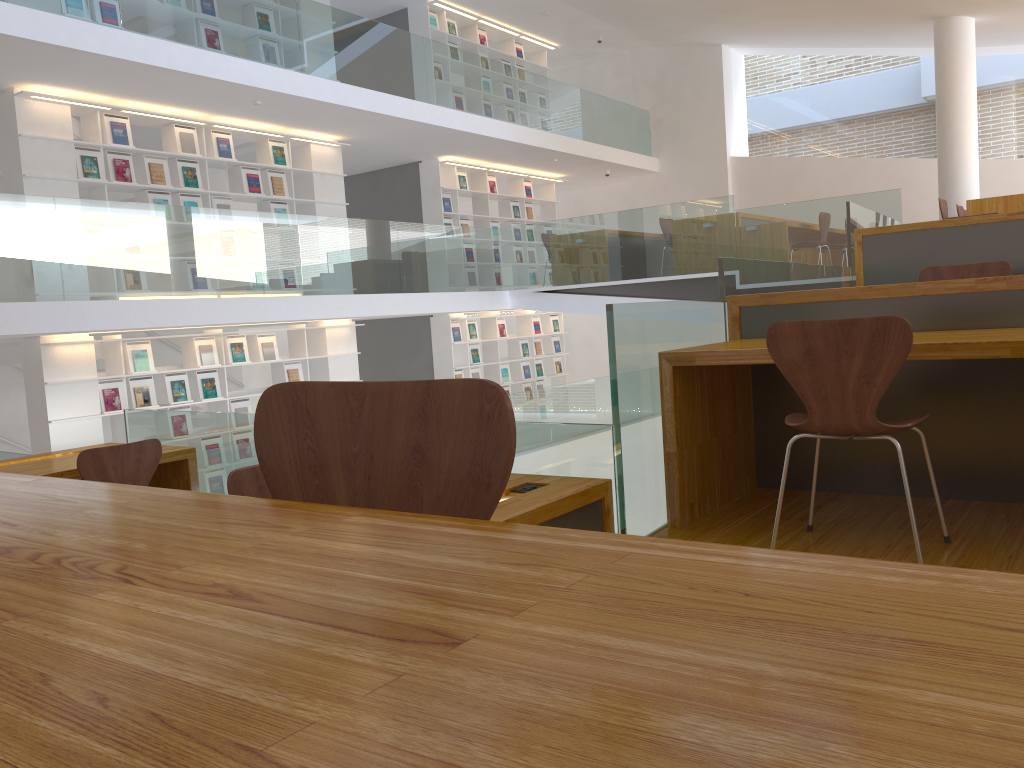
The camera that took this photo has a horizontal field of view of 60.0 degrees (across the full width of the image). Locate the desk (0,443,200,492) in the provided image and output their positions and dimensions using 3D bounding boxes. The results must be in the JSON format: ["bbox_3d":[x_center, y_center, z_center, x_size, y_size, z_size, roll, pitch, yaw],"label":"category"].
[{"bbox_3d":[-2.929,0.922,3.433,1.285,0.918,3.236,-1,5,36],"label":"desk"}]

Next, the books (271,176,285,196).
[{"bbox_3d":[-2.509,-2.115,9.512,0.037,0.210,0.145,-1,5,36],"label":"books"}]

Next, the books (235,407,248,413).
[{"bbox_3d":[-2.763,0.348,9.110,0.037,0.210,0.145,-1,5,36],"label":"books"}]

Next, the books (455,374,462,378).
[{"bbox_3d":[-0.718,-0.026,12.072,0.037,0.210,0.145,-1,5,36],"label":"books"}]

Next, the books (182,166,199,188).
[{"bbox_3d":[-3.132,-2.009,8.640,0.037,0.210,0.145,-1,5,36],"label":"books"}]

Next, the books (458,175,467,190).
[{"bbox_3d":[-0.675,-2.757,12.180,0.037,0.210,0.145,-1,5,36],"label":"books"}]

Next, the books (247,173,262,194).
[{"bbox_3d":[-2.693,-2.086,9.257,0.037,0.210,0.145,-1,5,36],"label":"books"}]

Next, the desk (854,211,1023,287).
[{"bbox_3d":[3.737,-0.571,5.226,3.216,1.022,1.248,-1,5,36],"label":"desk"}]

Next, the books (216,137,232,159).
[{"bbox_3d":[-2.906,-2.381,8.961,0.037,0.210,0.145,-1,5,36],"label":"books"}]

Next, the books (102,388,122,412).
[{"bbox_3d":[-3.592,0.145,7.968,0.037,0.210,0.145,-1,5,36],"label":"books"}]

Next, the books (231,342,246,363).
[{"bbox_3d":[-2.800,-0.317,9.072,0.037,0.210,0.145,-1,5,36],"label":"books"}]

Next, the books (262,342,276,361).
[{"bbox_3d":[-2.573,-0.336,9.387,0.037,0.210,0.145,-1,5,36],"label":"books"}]

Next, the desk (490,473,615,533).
[{"bbox_3d":[-0.901,0.758,1.720,0.760,0.606,3.185,-1,5,36],"label":"desk"}]

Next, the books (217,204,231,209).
[{"bbox_3d":[-2.898,-1.709,8.960,0.037,0.210,0.145,-1,5,36],"label":"books"}]

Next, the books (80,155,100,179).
[{"bbox_3d":[-3.720,-1.907,7.829,0.037,0.210,0.145,-1,5,36],"label":"books"}]

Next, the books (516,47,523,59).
[{"bbox_3d":[0.118,-4.938,13.320,0.037,0.210,0.145,-1,5,36],"label":"books"}]

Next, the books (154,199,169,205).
[{"bbox_3d":[-3.307,-1.644,8.390,0.037,0.210,0.145,-1,5,36],"label":"books"}]

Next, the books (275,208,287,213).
[{"bbox_3d":[-2.475,-1.785,9.548,0.037,0.210,0.145,-1,5,36],"label":"books"}]

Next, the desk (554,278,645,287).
[{"bbox_3d":[1.708,-1.623,11.675,0.760,0.606,3.194,-1,5,36],"label":"desk"}]

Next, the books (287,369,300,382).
[{"bbox_3d":[-2.374,-0.058,9.663,0.037,0.210,0.145,-1,5,36],"label":"books"}]

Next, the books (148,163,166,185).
[{"bbox_3d":[-3.341,-1.974,8.355,0.037,0.210,0.145,-1,5,36],"label":"books"}]

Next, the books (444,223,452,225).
[{"bbox_3d":[-0.849,-2.056,11.921,0.037,0.210,0.145,-1,5,36],"label":"books"}]

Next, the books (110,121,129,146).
[{"bbox_3d":[-3.560,-2.270,8.049,0.037,0.210,0.145,-1,5,36],"label":"books"}]

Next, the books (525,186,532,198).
[{"bbox_3d":[0.253,-2.898,13.471,0.037,0.210,0.145,-1,5,36],"label":"books"}]

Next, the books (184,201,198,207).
[{"bbox_3d":[-3.121,-1.679,8.654,0.037,0.210,0.145,-1,5,36],"label":"books"}]

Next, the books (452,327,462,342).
[{"bbox_3d":[-0.748,-0.667,12.036,0.037,0.210,0.145,-1,5,36],"label":"books"}]

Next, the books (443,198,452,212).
[{"bbox_3d":[-0.867,-2.393,11.901,0.037,0.210,0.145,-1,5,36],"label":"books"}]

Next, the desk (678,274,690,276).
[{"bbox_3d":[3.200,-1.567,10.609,1.248,0.757,3.196,-1,5,36],"label":"desk"}]

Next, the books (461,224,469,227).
[{"bbox_3d":[-0.638,-2.102,12.219,0.037,0.210,0.145,-1,5,36],"label":"books"}]

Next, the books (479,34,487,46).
[{"bbox_3d":[-0.409,-4.848,12.585,0.037,0.210,0.145,-1,5,36],"label":"books"}]

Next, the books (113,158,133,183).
[{"bbox_3d":[-3.542,-1.941,8.074,0.037,0.210,0.145,-1,5,36],"label":"books"}]

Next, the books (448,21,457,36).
[{"bbox_3d":[-0.810,-4.797,12.028,0.037,0.210,0.145,-1,5,36],"label":"books"}]

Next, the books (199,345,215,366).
[{"bbox_3d":[-3.015,-0.281,8.772,0.037,0.210,0.145,-1,5,36],"label":"books"}]

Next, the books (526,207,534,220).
[{"bbox_3d":[0.274,-2.585,13.494,0.037,0.210,0.145,-1,5,36],"label":"books"}]

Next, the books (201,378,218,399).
[{"bbox_3d":[-2.997,0.048,8.791,0.037,0.210,0.145,-1,5,36],"label":"books"}]

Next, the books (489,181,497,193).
[{"bbox_3d":[-0.274,-2.809,12.737,0.037,0.210,0.145,-1,5,36],"label":"books"}]

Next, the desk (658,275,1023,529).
[{"bbox_3d":[2.219,0.013,2.715,3.243,0.785,1.527,-1,5,36],"label":"desk"}]

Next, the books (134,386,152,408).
[{"bbox_3d":[-3.421,0.130,8.221,0.037,0.210,0.145,-1,5,36],"label":"books"}]

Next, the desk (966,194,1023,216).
[{"bbox_3d":[5.575,-1.452,8.996,1.247,0.762,3.194,-1,5,36],"label":"desk"}]

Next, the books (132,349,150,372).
[{"bbox_3d":[-3.428,-0.211,8.197,0.037,0.210,0.145,-1,5,36],"label":"books"}]

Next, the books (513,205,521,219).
[{"bbox_3d":[0.071,-2.551,13.211,0.037,0.210,0.145,-1,5,36],"label":"books"}]

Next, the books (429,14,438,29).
[{"bbox_3d":[-1.043,-4.761,11.703,0.037,0.210,0.145,-1,5,36],"label":"books"}]

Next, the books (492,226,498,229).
[{"bbox_3d":[-0.232,-2.167,12.784,0.037,0.210,0.145,-1,5,36],"label":"books"}]

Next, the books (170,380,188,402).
[{"bbox_3d":[-3.197,0.071,8.520,0.037,0.210,0.145,-1,5,36],"label":"books"}]

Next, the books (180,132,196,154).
[{"bbox_3d":[-3.149,-2.338,8.621,0.037,0.210,0.145,-1,5,36],"label":"books"}]

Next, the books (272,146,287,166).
[{"bbox_3d":[-2.499,-2.448,9.527,0.037,0.210,0.145,-1,5,36],"label":"books"}]
